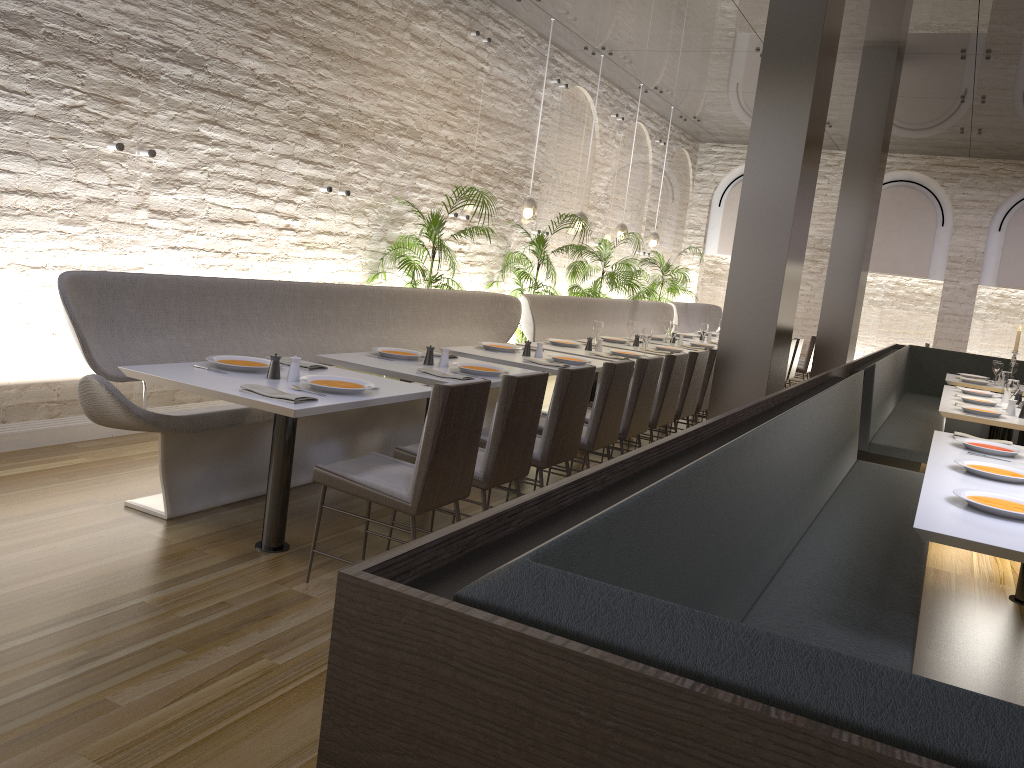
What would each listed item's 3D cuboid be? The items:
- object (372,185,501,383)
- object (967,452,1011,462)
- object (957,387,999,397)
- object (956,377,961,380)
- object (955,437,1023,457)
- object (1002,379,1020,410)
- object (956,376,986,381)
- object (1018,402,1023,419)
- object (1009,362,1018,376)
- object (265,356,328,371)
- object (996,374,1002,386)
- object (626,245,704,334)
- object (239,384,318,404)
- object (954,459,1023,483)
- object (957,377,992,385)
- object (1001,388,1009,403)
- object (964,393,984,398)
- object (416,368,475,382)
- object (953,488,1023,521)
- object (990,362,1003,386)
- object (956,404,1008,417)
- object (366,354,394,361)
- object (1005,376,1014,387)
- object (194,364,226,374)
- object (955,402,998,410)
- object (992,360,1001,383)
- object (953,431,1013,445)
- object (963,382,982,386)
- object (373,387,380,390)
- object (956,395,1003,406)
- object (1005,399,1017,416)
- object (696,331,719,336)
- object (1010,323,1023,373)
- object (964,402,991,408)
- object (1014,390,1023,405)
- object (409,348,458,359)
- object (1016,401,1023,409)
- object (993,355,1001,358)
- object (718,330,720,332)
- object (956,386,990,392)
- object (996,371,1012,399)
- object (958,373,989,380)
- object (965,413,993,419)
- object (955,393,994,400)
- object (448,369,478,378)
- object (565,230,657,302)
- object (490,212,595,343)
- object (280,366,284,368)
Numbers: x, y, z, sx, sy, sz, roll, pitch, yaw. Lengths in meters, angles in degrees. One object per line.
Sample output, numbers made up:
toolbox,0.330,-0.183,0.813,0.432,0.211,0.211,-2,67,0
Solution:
object,-0.735,-0.734,7.594,1.187,1.967,1.151,3,7,-33
object,2.244,0.342,4.166,0.186,0.010,0.017,11,8,26
object,3.972,0.077,7.567,0.322,0.036,0.322,10,8,22
object,4.745,-0.040,9.161,0.273,0.033,0.143,11,9,26
object,2.356,0.318,4.366,0.321,0.036,0.323,0,11,-44
object,3.686,0.083,6.545,0.086,0.230,0.086,10,7,26
object,4.815,-0.051,9.299,0.273,0.033,0.143,11,9,26
object,3.551,0.181,6.131,0.068,0.126,0.069,3,7,-32
object,5.341,-0.113,9.457,0.086,0.230,0.086,7,6,-4
object,-1.043,-0.099,4.285,0.273,0.033,0.143,11,9,26
object,4.983,-0.042,9.032,0.068,0.126,0.069,5,7,-22
object,2.243,-1.174,13.465,1.146,1.967,1.192,8,6,7
object,-0.902,0.039,3.429,0.273,0.033,0.143,11,9,26
object,2.013,0.369,3.687,0.321,0.036,0.323,8,8,2
object,4.643,-0.023,8.897,0.321,0.036,0.323,8,8,2
object,4.007,0.094,7.174,0.069,0.126,0.069,10,7,20
object,3.868,0.100,7.383,0.186,0.010,0.017,11,8,26
object,-0.338,-0.045,4.546,0.273,0.033,0.143,11,9,26
object,1.679,0.419,3.025,0.321,0.036,0.323,8,8,2
object,4.904,-0.099,8.958,0.086,0.230,0.086,4,7,-28
object,3.216,0.190,6.070,0.322,0.036,0.322,11,9,24
object,-0.736,-0.149,4.943,0.186,0.010,0.017,11,8,26
object,5.043,-0.026,8.975,0.068,0.126,0.069,5,7,-22
object,-1.300,-0.065,3.826,0.186,0.010,0.017,11,8,26
object,3.347,0.169,6.390,0.273,0.033,0.143,11,9,26
object,5.108,-0.129,9.363,0.086,0.230,0.086,4,7,-28
object,2.482,0.292,4.674,0.273,0.033,0.143,11,9,26
object,4.542,-0.001,8.718,0.186,0.010,0.017,11,8,26
object,-0.663,0.005,3.910,0.186,0.010,0.017,11,8,26
object,3.588,0.134,6.808,0.321,0.036,0.323,0,11,-44
object,3.501,0.164,6.211,0.069,0.126,0.069,2,8,-41
object,2.504,-0.641,11.350,0.321,0.036,0.323,3,9,-26
object,5.144,-0.300,9.064,0.132,0.654,0.390,12,7,37
object,3.481,0.158,6.616,0.186,0.010,0.017,11,8,26
object,4.078,0.108,7.134,0.069,0.126,0.069,10,7,20
object,-0.479,-0.183,5.402,0.273,0.033,0.143,11,9,26
object,4.002,-0.129,6.802,0.132,0.654,0.390,12,7,37
object,5.935,-0.235,10.876,0.086,0.230,0.087,3,7,-34
object,3.000,-0.715,12.334,0.321,0.036,0.323,3,9,-26
object,4.105,0.055,7.892,0.273,0.033,0.143,11,9,26
object,4.182,0.009,7.527,0.086,0.230,0.086,12,7,38
object,4.979,-0.074,9.563,0.322,0.036,0.322,10,8,22
object,3.110,0.213,5.881,0.186,0.010,0.017,11,8,26
object,3.718,0.113,7.125,0.273,0.033,0.143,11,9,26
object,-0.262,-0.057,4.705,0.182,0.015,0.038,11,9,28
object,1.120,-1.011,11.274,1.143,1.967,1.195,5,7,-23
object,0.216,-0.876,9.478,1.187,1.967,1.151,3,7,-33
object,-1.137,-0.091,4.148,0.182,0.015,0.038,11,9,28
